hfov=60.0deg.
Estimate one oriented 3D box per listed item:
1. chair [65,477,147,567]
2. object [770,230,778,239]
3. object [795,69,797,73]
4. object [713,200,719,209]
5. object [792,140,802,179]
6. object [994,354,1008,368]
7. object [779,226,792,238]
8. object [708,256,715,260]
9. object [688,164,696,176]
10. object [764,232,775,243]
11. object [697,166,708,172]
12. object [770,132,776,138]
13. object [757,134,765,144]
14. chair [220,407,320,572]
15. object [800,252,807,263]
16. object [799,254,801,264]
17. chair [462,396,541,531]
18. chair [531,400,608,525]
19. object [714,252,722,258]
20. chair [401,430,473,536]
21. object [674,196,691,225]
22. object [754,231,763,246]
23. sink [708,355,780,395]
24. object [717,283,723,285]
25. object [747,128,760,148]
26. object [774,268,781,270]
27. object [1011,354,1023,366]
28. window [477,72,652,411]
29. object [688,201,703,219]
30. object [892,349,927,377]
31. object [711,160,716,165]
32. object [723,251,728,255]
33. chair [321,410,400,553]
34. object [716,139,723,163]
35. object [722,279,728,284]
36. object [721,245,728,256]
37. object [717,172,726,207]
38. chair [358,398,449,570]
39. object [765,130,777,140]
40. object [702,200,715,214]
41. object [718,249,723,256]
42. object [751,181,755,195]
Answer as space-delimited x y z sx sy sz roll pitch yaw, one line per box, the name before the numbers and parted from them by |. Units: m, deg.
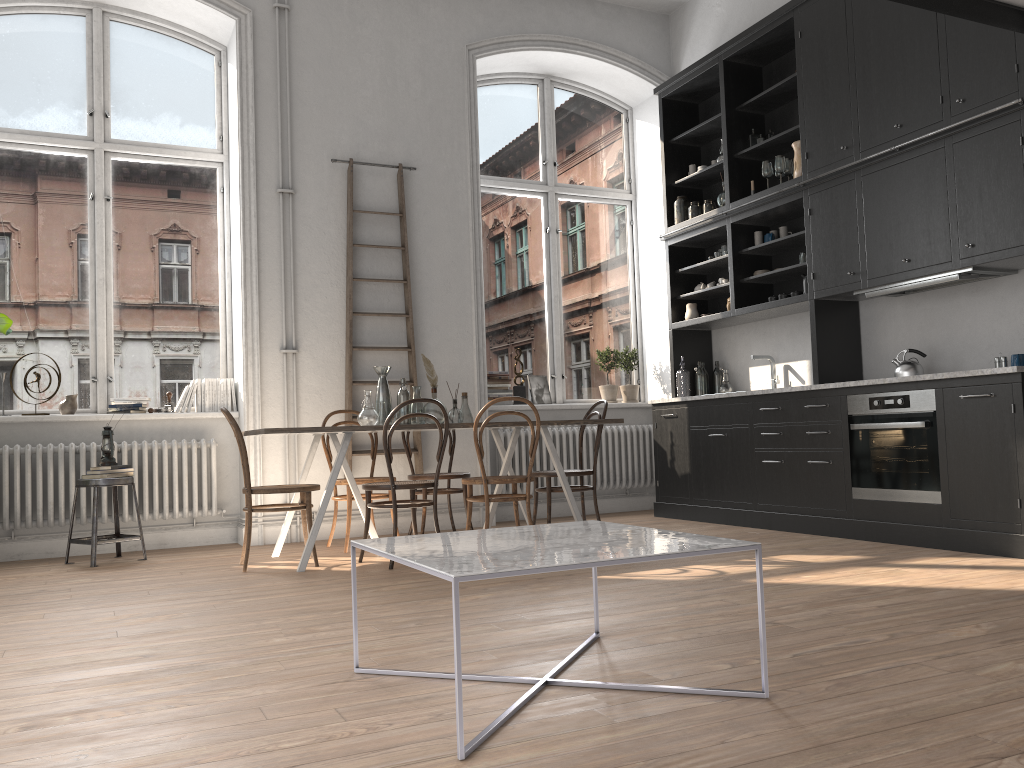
chair | -2.547 0.851 5.564 0.360 0.522 0.364 -4 -4 38
object | 1.955 -1.077 6.646 0.082 0.135 0.059 -2 -3 3
object | 2.057 -2.197 6.289 0.056 0.121 0.167 -2 -3 0
object | 1.650 -1.406 7.262 0.092 0.184 0.092 -4 -3 30
object | 1.980 -1.533 6.106 0.094 0.267 0.116 -3 -3 17
object | 2.755 -0.119 4.994 0.040 0.116 0.080 -1 -3 -20
object | 2.008 -1.086 6.518 0.059 0.135 0.082 1 -4 -42
object | 1.606 -0.992 7.106 0.071 0.047 0.072 -3 -3 12
object | 1.506 -1.750 7.391 0.059 0.135 0.082 -2 -3 3
object | 1.902 -1.059 6.551 0.082 0.093 0.140 -4 -4 30
object | 1.574 -1.738 7.303 0.096 0.095 0.096 -3 -3 9
object | 1.944 -1.807 6.584 0.044 0.121 0.058 -2 -3 2
object | 1.858 -1.803 6.613 0.053 0.125 0.041 -4 -4 32
chair | -1.388 0.586 5.122 0.549 0.920 0.438 -1 -3 -17
object | 2.032 -0.869 6.185 0.058 0.094 0.058 -3 -3 14
object | 2.046 -0.865 6.256 0.058 0.094 0.058 -3 -3 14
chair | -0.070 0.547 5.255 0.438 0.920 0.549 -1 -3 -14
chair | 0.382 0.571 5.937 0.549 0.920 0.438 -1 -3 -13
object | 1.636 -1.009 7.029 0.064 0.069 0.064 -3 -3 22
chair | -0.525 0.620 6.205 0.438 0.920 0.549 -1 -3 -18
object | 1.409 -1.425 7.321 0.118 0.238 0.118 0 -4 -40
object | 1.856 -1.072 6.659 0.059 0.135 0.082 -4 -4 32
sink | 1.780 0.037 6.641 0.514 0.504 0.526 -1 -4 -25
object | 1.664 -0.786 7.019 0.085 0.016 0.085 -3 -4 15
object | 1.828 -1.835 6.700 0.084 0.199 0.065 -2 -3 -3
object | 1.998 -0.832 6.560 0.112 0.036 0.112 -3 -4 17
object | 2.784 -0.116 4.881 0.140 0.093 0.082 0 -4 -35
window | 4.605 -5.438 13.543 14.384 15.928 26.411 -1 -4 -25
object | 1.490 -1.394 7.199 0.114 0.155 0.114 -1 -3 -22
object | 2.427 -0.124 5.427 0.171 0.186 0.171 -1 -3 -14
object | 1.670 -1.764 7.267 0.059 0.135 0.082 -2 -3 -2
object | 1.682 -1.007 6.898 0.071 0.047 0.072 -3 -3 12
chair | -1.009 0.618 5.888 0.438 0.920 0.549 0 -3 -27
object | 1.677 -1.822 6.999 0.132 0.219 0.132 -5 -4 39
object | 1.672 -0.790 6.955 0.049 0.054 0.039 -2 -3 0
object | 1.678 -1.033 6.970 0.060 0.107 0.060 -2 -3 2
object | 1.638 -1.524 6.815 0.134 0.357 0.134 -3 -3 20
chair | -0.614 0.553 5.037 0.438 0.920 0.549 0 -4 -30
object | 1.955 -1.828 6.692 0.065 0.177 0.084 -2 -3 -3
object | 1.582 -1.399 7.130 0.096 0.150 0.096 0 -4 -37
object | 1.685 -1.025 7.111 0.060 0.107 0.060 -4 -4 32
object | 1.799 -1.443 6.622 0.123 0.161 0.123 -1 -3 -17
